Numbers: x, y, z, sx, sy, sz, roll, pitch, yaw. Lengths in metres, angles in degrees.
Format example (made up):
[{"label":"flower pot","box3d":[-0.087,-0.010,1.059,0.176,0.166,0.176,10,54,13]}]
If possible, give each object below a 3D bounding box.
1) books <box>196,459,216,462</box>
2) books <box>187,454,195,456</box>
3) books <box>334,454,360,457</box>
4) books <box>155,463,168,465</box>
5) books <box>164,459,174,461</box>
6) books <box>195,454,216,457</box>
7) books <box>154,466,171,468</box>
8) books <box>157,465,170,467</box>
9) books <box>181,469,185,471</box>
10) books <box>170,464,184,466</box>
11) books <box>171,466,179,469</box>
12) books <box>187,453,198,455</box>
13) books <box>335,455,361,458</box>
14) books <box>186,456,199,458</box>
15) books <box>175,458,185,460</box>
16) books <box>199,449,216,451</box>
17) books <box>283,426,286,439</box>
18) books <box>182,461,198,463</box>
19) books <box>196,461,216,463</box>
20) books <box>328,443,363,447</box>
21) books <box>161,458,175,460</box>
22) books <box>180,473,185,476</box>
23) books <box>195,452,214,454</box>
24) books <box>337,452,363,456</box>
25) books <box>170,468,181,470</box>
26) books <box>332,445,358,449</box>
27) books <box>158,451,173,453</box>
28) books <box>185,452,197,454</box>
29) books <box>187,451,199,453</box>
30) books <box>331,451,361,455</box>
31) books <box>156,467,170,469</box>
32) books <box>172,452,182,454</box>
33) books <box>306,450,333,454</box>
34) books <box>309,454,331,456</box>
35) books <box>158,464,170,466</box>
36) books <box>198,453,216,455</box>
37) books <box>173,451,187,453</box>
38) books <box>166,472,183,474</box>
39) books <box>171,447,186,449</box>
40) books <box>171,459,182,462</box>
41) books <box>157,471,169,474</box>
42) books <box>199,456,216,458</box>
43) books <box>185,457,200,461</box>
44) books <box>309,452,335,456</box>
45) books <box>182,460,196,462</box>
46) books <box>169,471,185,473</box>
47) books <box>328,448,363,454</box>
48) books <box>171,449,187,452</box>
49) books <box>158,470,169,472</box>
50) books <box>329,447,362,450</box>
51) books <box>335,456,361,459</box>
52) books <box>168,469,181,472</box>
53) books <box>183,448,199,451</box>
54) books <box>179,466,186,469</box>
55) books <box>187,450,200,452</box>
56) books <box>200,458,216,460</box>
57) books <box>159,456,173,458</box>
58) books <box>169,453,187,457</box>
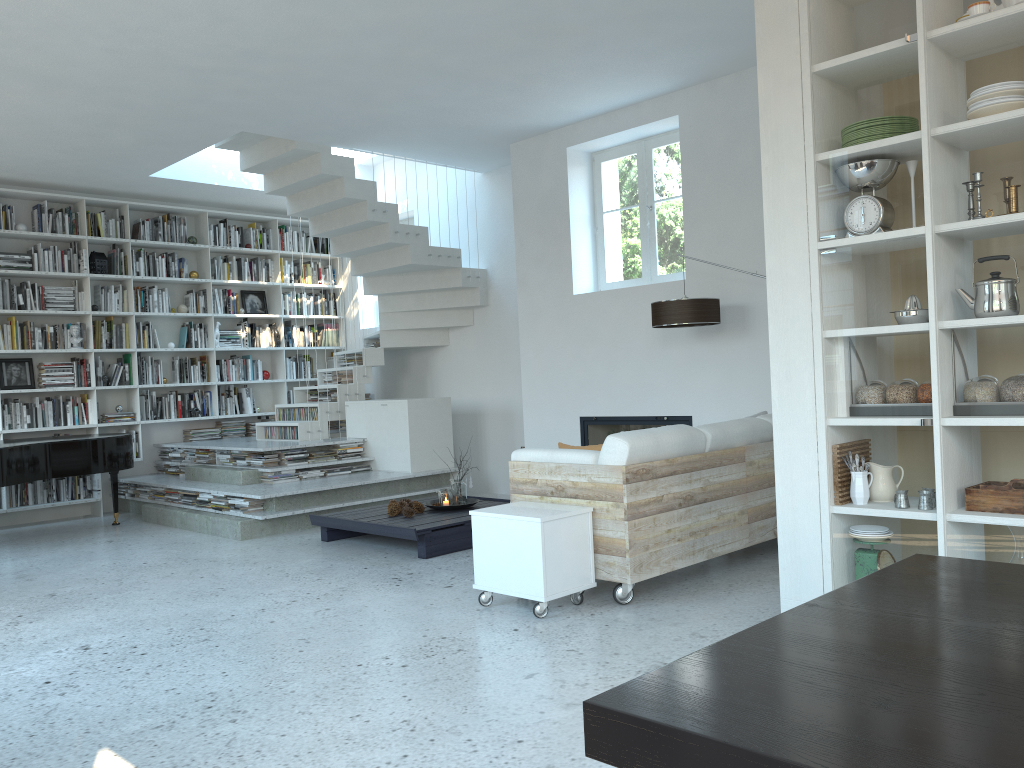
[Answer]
[{"label":"books","box3d":[-2.959,0.745,8.710,0.247,0.014,0.177,-3,0,43]},{"label":"books","box3d":[-3.151,0.709,8.926,0.150,0.013,0.215,-3,0,-45]},{"label":"books","box3d":[-1.602,0.681,8.492,0.132,0.016,0.262,-3,0,40]},{"label":"books","box3d":[-3.626,0.834,9.338,0.174,0.009,0.240,-3,0,-43]},{"label":"books","box3d":[-3.564,0.792,9.353,0.181,0.014,0.134,-3,0,42]},{"label":"books","box3d":[-2.961,0.695,8.710,0.179,0.017,0.293,-3,0,-44]},{"label":"books","box3d":[-3.627,0.866,9.336,0.184,0.006,0.262,-3,0,-44]},{"label":"books","box3d":[-3.622,0.858,9.342,0.159,0.009,0.210,-3,0,-41]},{"label":"books","box3d":[-3.184,0.859,8.900,0.263,0.017,0.156,-3,0,41]},{"label":"books","box3d":[-3.398,0.829,9.126,0.228,0.014,0.149,-3,0,43]},{"label":"books","box3d":[-3.395,0.853,9.128,0.200,0.018,0.137,-3,0,41]},{"label":"books","box3d":[-3.154,0.696,8.924,0.144,0.013,0.220,-3,0,-42]},{"label":"books","box3d":[-1.597,0.693,8.488,0.152,0.009,0.259,-3,0,42]},{"label":"books","box3d":[-3.153,0.725,8.923,0.221,0.018,0.154,-3,0,44]},{"label":"books","box3d":[-3.359,0.763,9.147,0.131,0.021,0.240,-3,0,-43]},{"label":"books","box3d":[-2.956,0.638,8.717,0.139,0.028,0.262,-3,0,-40]},{"label":"books","box3d":[-2.262,0.490,8.982,0.125,0.125,0.010,-3,1,-45]},{"label":"books","box3d":[-3.161,0.776,8.914,0.296,0.012,0.183,-3,0,44]},{"label":"books","box3d":[-2.964,0.758,8.705,0.182,0.011,0.253,-3,0,-41]},{"label":"books","box3d":[-1.589,0.578,8.472,0.181,0.013,0.285,-3,0,40]},{"label":"books","box3d":[-3.574,0.777,9.343,0.163,0.017,0.232,-3,0,-43]},{"label":"books","box3d":[-3.193,0.908,8.890,0.202,0.028,0.188,-3,0,40]},{"label":"books","box3d":[-2.965,0.670,8.707,0.261,0.009,0.186,-3,0,44]},{"label":"books","box3d":[-1.585,0.668,8.474,0.281,0.008,0.181,-3,0,-40]},{"label":"books","box3d":[-3.398,0.867,9.124,0.159,0.009,0.228,-3,0,-44]},{"label":"books","box3d":[-1.596,0.597,8.480,0.192,0.024,0.167,-3,0,-40]},{"label":"books","box3d":[-3.586,0.705,9.334,0.253,0.015,0.171,-3,0,40]},{"label":"books","box3d":[-3.160,0.686,8.918,0.234,0.008,0.167,-3,0,44]},{"label":"books","box3d":[-3.156,0.677,8.922,0.160,0.010,0.179,-3,0,-45]},{"label":"books","box3d":[-1.599,0.658,8.488,0.160,0.014,0.267,-3,0,44]},{"label":"books","box3d":[-3.618,0.880,9.346,0.278,0.012,0.158,-3,0,44]},{"label":"books","box3d":[-3.376,0.703,9.132,0.171,0.007,0.206,-3,0,-43]},{"label":"books","box3d":[-1.804,0.636,8.268,0.173,0.011,0.203,-3,0,40]},{"label":"books","box3d":[-1.811,0.660,8.277,0.179,0.010,0.160,-3,0,-43]},{"label":"books","box3d":[-3.622,0.846,9.343,0.152,0.015,0.208,-3,0,-40]},{"label":"books","box3d":[-2.960,0.680,8.711,0.161,0.012,0.254,-3,0,-41]},{"label":"books","box3d":[-3.372,0.693,9.136,0.143,0.012,0.264,-3,0,-40]},{"label":"books","box3d":[-3.410,0.907,9.112,0.186,0.009,0.261,-3,0,-42]},{"label":"books","box3d":[-3.381,0.653,9.128,0.193,0.020,0.171,-3,0,40]},{"label":"books","box3d":[-3.371,0.783,9.134,0.233,0.017,0.173,-3,0,44]},{"label":"books","box3d":[-3.616,0.926,9.345,0.187,0.019,0.163,-3,0,44]},{"label":"books","box3d":[-2.954,0.712,8.716,0.203,0.018,0.159,-3,0,43]},{"label":"books","box3d":[-3.160,0.746,8.916,0.164,0.023,0.242,-3,0,-41]},{"label":"books","box3d":[-1.808,0.648,8.273,0.172,0.013,0.245,-3,0,44]},{"label":"books","box3d":[-3.165,0.764,8.910,0.235,0.012,0.190,-3,0,43]},{"label":"books","box3d":[-3.398,0.895,9.124,0.268,0.014,0.160,-3,0,44]},{"label":"books","box3d":[-1.594,0.636,8.481,0.284,0.030,0.177,-3,0,-44]},{"label":"books","box3d":[-3.373,0.678,9.135,0.290,0.018,0.163,-3,0,44]},{"label":"books","box3d":[-3.611,0.904,9.352,0.147,0.014,0.292,-3,0,-45]},{"label":"books","box3d":[-1.590,0.614,8.475,0.261,0.012,0.179,-3,0,-41]},{"label":"books","box3d":[-1.590,0.703,8.481,0.177,0.011,0.220,-3,0,43]},{"label":"books","box3d":[-3.407,0.880,9.115,0.182,0.017,0.180,-3,0,42]},{"label":"books","box3d":[-3.166,0.652,8.913,0.243,0.015,0.164,-3,0,40]},{"label":"books","box3d":[-3.193,0.833,8.893,0.250,0.017,0.181,-3,0,42]},{"label":"books","box3d":[-3.157,0.666,8.922,0.149,0.013,0.220,-3,0,-42]},{"label":"books","box3d":[-2.945,0.729,8.725,0.237,0.017,0.138,-3,0,44]},{"label":"books","box3d":[-3.582,0.761,9.336,0.175,0.017,0.265,-3,0,-42]},{"label":"books","box3d":[-3.383,0.722,9.124,0.237,0.030,0.189,-3,0,42]}]
